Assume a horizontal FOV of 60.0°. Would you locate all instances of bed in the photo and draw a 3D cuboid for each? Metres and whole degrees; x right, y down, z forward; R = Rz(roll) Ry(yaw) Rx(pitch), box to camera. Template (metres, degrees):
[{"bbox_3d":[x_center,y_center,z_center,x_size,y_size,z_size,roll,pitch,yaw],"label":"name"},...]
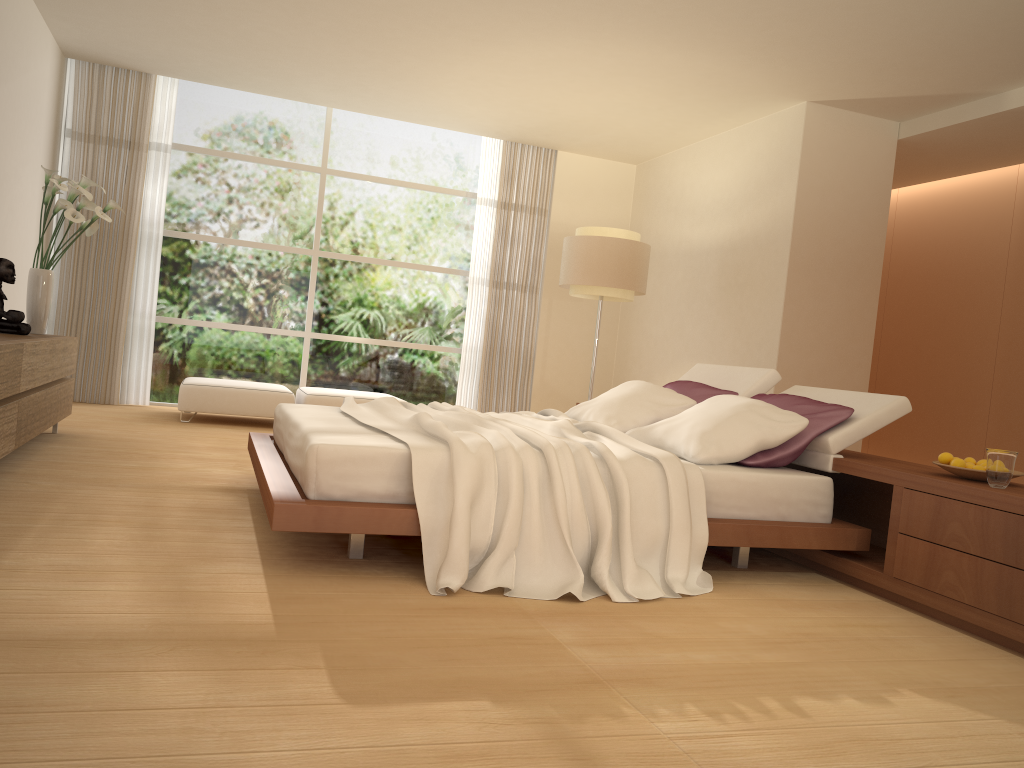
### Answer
[{"bbox_3d":[0.056,0.429,4.412,2.535,0.570,2.599,5,2,-19],"label":"bed"}]

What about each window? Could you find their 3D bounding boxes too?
[{"bbox_3d":[-2.022,-1.345,9.116,4.781,3.371,0.071,5,2,-19],"label":"window"}]

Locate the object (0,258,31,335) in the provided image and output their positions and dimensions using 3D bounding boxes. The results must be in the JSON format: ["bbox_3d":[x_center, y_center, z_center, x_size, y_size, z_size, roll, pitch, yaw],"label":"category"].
[{"bbox_3d":[-3.019,-0.529,5.295,0.282,0.453,0.181,5,2,-19],"label":"object"}]

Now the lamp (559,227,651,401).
[{"bbox_3d":[0.746,-0.335,7.856,0.817,2.018,0.817,7,2,24],"label":"lamp"}]

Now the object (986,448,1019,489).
[{"bbox_3d":[1.837,0.320,3.340,0.110,0.141,0.110,7,2,23],"label":"object"}]

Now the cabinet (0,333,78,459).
[{"bbox_3d":[-2.685,0.100,4.230,0.588,0.662,3.713,5,2,-19],"label":"cabinet"}]

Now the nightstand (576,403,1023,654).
[{"bbox_3d":[1.371,0.566,4.924,0.493,0.539,4.220,5,2,-19],"label":"nightstand"}]

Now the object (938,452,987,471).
[{"bbox_3d":[1.877,0.335,3.603,0.259,0.084,0.230,8,2,41],"label":"object"}]

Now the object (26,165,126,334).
[{"bbox_3d":[-2.914,-0.855,5.831,0.608,1.085,0.515,7,2,29],"label":"object"}]

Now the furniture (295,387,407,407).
[{"bbox_3d":[-1.524,0.251,8.367,0.965,0.346,0.964,5,2,-19],"label":"furniture"}]

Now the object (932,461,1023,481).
[{"bbox_3d":[1.885,0.363,3.590,0.337,0.053,0.337,6,2,-5],"label":"object"}]

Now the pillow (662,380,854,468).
[{"bbox_3d":[1.047,0.180,4.782,0.575,0.369,1.683,5,2,-19],"label":"pillow"}]

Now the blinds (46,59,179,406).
[{"bbox_3d":[-3.733,-1.488,8.255,0.950,3.352,0.211,5,2,-20],"label":"blinds"}]

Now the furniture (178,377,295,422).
[{"bbox_3d":[-2.499,0.159,8.031,0.965,0.346,0.964,5,2,-19],"label":"furniture"}]

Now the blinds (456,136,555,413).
[{"bbox_3d":[-0.060,-1.141,9.467,0.814,3.351,0.202,5,2,-20],"label":"blinds"}]

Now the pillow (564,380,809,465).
[{"bbox_3d":[0.793,0.171,4.688,0.561,0.339,1.720,5,2,-19],"label":"pillow"}]

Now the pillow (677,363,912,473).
[{"bbox_3d":[1.360,0.137,4.895,0.461,0.457,1.779,5,2,-20],"label":"pillow"}]
